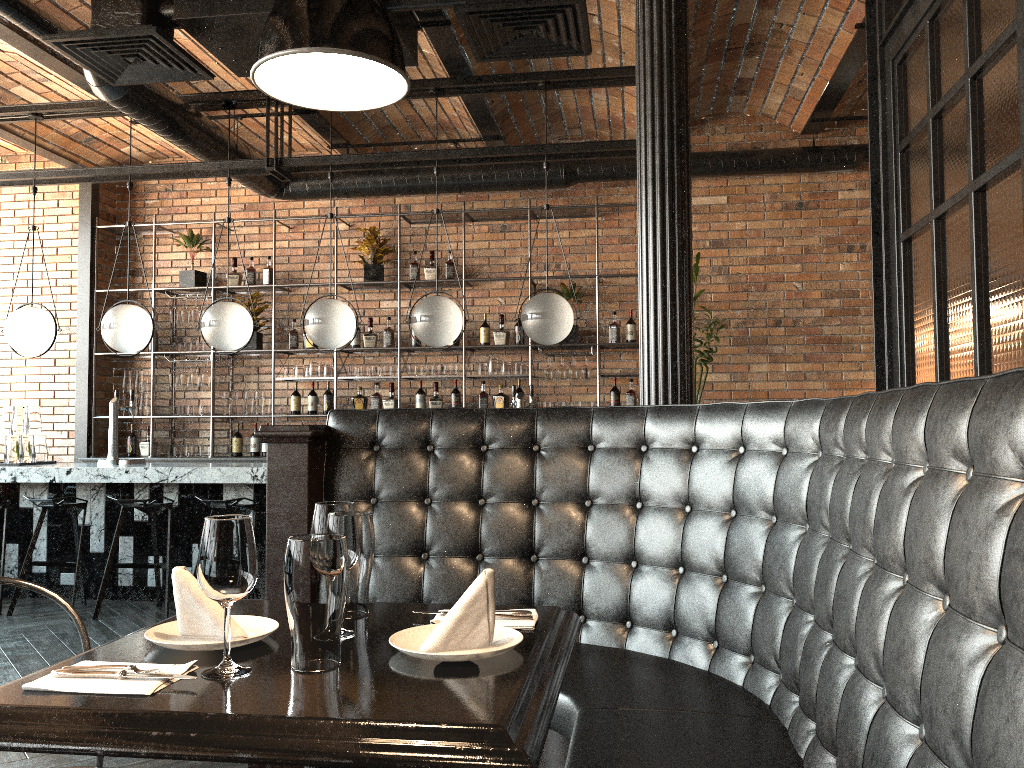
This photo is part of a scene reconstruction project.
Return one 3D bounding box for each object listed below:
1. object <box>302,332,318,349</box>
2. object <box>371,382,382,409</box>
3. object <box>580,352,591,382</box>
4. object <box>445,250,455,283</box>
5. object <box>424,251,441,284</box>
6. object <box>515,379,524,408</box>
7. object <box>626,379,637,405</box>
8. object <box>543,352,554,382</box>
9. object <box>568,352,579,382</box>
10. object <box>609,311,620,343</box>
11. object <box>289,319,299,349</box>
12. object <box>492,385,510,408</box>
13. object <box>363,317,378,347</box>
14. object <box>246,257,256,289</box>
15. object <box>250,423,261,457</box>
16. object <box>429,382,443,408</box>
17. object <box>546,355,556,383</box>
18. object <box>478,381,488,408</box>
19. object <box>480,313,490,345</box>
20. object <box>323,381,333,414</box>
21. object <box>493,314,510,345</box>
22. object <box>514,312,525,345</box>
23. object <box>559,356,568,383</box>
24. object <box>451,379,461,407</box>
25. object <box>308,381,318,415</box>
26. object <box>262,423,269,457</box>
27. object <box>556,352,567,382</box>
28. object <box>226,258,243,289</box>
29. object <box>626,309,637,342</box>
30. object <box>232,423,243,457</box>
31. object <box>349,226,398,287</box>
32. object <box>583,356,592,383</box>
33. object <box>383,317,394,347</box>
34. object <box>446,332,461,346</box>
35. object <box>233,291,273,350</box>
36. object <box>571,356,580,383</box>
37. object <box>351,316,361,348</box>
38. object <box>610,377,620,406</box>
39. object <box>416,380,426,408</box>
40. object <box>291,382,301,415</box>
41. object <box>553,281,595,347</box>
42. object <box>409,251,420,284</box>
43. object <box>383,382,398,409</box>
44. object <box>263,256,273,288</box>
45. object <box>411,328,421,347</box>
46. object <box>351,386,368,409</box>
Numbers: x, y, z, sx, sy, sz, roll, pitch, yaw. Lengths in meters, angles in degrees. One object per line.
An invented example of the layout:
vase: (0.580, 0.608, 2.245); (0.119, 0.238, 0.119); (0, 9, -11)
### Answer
object: (-1.778, -0.418, 7.852); (0.151, 0.248, 0.094); (-1, -3, 12)
object: (-1.180, 0.126, 7.740); (0.083, 0.282, 0.083); (-1, -3, 8)
object: (0.615, -0.144, 7.405); (0.092, 0.244, 0.092); (2, -4, -43)
object: (-0.539, -1.025, 7.705); (0.083, 0.282, 0.083); (0, -3, -7)
object: (-0.695, -1.020, 7.728); (0.123, 0.279, 0.123); (-1, -3, 12)
object: (0.061, 0.104, 7.578); (0.086, 0.298, 0.086); (2, -3, -33)
object: (1.000, 0.098, 7.431); (0.083, 0.282, 0.083); (-1, -3, 18)
object: (0.306, -0.140, 7.449); (0.092, 0.244, 0.092); (2, -4, -43)
object: (0.513, -0.143, 7.419); (0.092, 0.244, 0.092); (2, -4, -43)
object: (0.863, -0.471, 7.478); (0.083, 0.282, 0.083); (-2, -3, 23)
object: (-1.937, -0.434, 7.876); (0.083, 0.282, 0.083); (0, -3, -7)
object: (-0.094, 0.130, 7.584); (0.151, 0.248, 0.094); (-1, -3, 17)
object: (-1.239, -0.442, 7.762); (0.123, 0.279, 0.123); (0, -3, -3)
object: (-2.341, -1.002, 7.961); (0.083, 0.282, 0.083); (0, -3, -7)
object: (-2.287, 0.496, 7.912); (0.086, 0.298, 0.086); (2, -3, -33)
object: (-0.655, 0.121, 7.652); (0.123, 0.279, 0.123); (0, -3, -3)
object: (0.329, -0.132, 7.612); (0.092, 0.244, 0.092); (2, -4, -43)
object: (-0.245, 0.114, 7.607); (0.083, 0.282, 0.083); (0, -3, -7)
object: (-0.231, -0.463, 7.640); (0.086, 0.299, 0.086); (2, -3, -33)
object: (-1.619, 0.124, 7.806); (0.086, 0.297, 0.086); (2, -3, -33)
object: (-0.088, -0.457, 7.599); (0.123, 0.279, 0.123); (-1, -3, 17)
object: (0.063, -0.468, 7.595); (0.086, 0.297, 0.086); (2, -3, -33)
object: (0.438, -0.133, 7.596); (0.092, 0.244, 0.092); (2, -4, -43)
object: (-0.485, 0.108, 7.645); (0.086, 0.299, 0.086); (2, -3, -33)
object: (-1.765, 0.127, 7.855); (0.086, 0.298, 0.086); (2, -3, -33)
object: (-2.173, 0.494, 7.872); (0.086, 0.298, 0.086); (2, -3, -33)
object: (0.415, -0.141, 7.433); (0.092, 0.244, 0.092); (2, -4, -43)
object: (-2.497, -0.997, 7.984); (0.123, 0.279, 0.123); (0, -3, -3)
object: (1.006, -0.480, 7.485); (0.086, 0.298, 0.086); (1, -3, -28)
object: (-2.447, 0.498, 7.909); (0.086, 0.299, 0.086); (2, -3, -33)
object: (-1.231, -1.135, 7.846); (0.425, 0.526, 0.430); (-1, -3, 10)
object: (0.639, -0.136, 7.568); (0.092, 0.244, 0.092); (2, -4, -43)
object: (-1.077, -0.445, 7.753); (0.083, 0.282, 0.083); (-1, -3, 8)
object: (-0.512, -0.435, 7.672); (0.151, 0.248, 0.094); (-2, -4, 37)
object: (-2.320, -0.551, 7.908); (0.430, 0.526, 0.425); (-1, -3, 20)
object: (0.536, -0.135, 7.582); (0.092, 0.244, 0.092); (2, -4, -43)
object: (-1.375, -0.449, 7.804); (0.086, 0.298, 0.086); (2, -3, -33)
object: (0.866, 0.091, 7.453); (0.086, 0.299, 0.086); (2, -3, -33)
object: (-0.792, 0.113, 7.693); (0.086, 0.298, 0.086); (2, -3, -33)
object: (-1.913, 0.129, 7.851); (0.086, 0.299, 0.086); (2, -3, -33)
object: (0.485, -0.604, 7.503); (0.374, 0.560, 0.398); (1, -3, -20)
object: (-0.849, -1.021, 7.749); (0.083, 0.282, 0.083); (-1, -3, 8)
object: (-1.045, 0.126, 7.707); (0.123, 0.279, 0.123); (-1, -3, 22)
object: (-2.177, -1.004, 7.938); (0.083, 0.282, 0.083); (-2, -3, 23)
object: (-0.833, -0.457, 7.723); (0.086, 0.299, 0.086); (2, -3, -33)
object: (-1.333, 0.146, 7.760); (0.151, 0.248, 0.094); (0, -3, -3)
